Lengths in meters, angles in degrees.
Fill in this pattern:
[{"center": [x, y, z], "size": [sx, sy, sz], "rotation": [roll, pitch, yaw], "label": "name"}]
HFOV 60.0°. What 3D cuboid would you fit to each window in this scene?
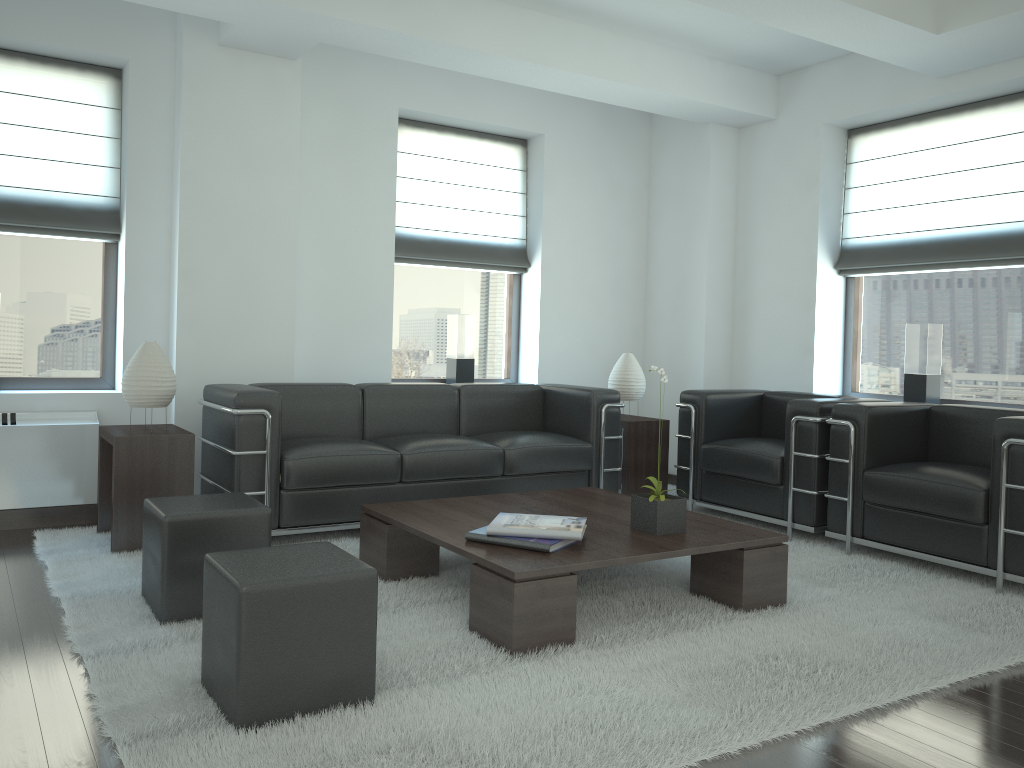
[{"center": [-0.655, -1.320, 9.388], "size": [1.700, 2.731, 0.146], "rotation": [1, 1, -32], "label": "window"}, {"center": [-4.131, -1.318, 7.204], "size": [1.700, 2.731, 0.146], "rotation": [1, 1, -32], "label": "window"}, {"center": [4.001, -1.126, 8.076], "size": [0.146, 2.730, 2.134], "rotation": [1, 2, -32], "label": "window"}]

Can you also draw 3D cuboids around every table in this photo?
[{"center": [0.317, 1.073, 5.594], "size": [1.936, 0.441, 1.923], "rotation": [0, 3, -32], "label": "table"}, {"center": [-2.690, 0.756, 6.484], "size": [0.526, 0.844, 0.787], "rotation": [1, 2, -32], "label": "table"}, {"center": [1.101, 0.754, 8.865], "size": [0.526, 0.844, 0.787], "rotation": [1, 2, -32], "label": "table"}]

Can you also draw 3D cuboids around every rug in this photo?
[{"center": [0.388, 1.239, 6.143], "size": [6.251, 0.110, 5.174], "rotation": [0, 3, -32], "label": "rug"}]

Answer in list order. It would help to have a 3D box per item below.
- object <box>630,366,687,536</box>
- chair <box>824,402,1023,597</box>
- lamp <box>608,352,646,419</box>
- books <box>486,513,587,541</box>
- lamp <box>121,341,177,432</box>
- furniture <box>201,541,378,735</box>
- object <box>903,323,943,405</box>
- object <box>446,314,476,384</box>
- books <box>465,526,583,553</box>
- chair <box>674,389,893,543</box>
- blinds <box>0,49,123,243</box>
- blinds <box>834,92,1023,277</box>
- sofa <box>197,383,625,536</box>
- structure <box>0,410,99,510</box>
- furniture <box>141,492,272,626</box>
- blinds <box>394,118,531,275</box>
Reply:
[{"center": [0.875, 0.385, 5.343], "size": [0.252, 0.991, 0.336], "rotation": [1, 1, -32], "label": "object"}, {"center": [3.250, 0.758, 6.387], "size": [1.123, 1.170, 1.647], "rotation": [1, 2, -32], "label": "chair"}, {"center": [1.140, 0.012, 8.795], "size": [0.374, 0.654, 0.375], "rotation": [2, 1, -3], "label": "lamp"}, {"center": [0.150, 0.807, 5.019], "size": [0.518, 0.045, 0.446], "rotation": [2, 3, 9], "label": "books"}, {"center": [-2.630, 0.014, 6.426], "size": [0.374, 0.654, 0.375], "rotation": [1, 1, -28], "label": "lamp"}, {"center": [-0.958, 1.038, 3.782], "size": [0.588, 0.579, 0.603], "rotation": [1, 2, -32], "label": "furniture"}, {"center": [3.688, -0.151, 7.959], "size": [0.238, 0.776, 0.243], "rotation": [1, 1, -32], "label": "object"}, {"center": [-0.533, -0.330, 9.216], "size": [0.238, 0.776, 0.243], "rotation": [1, 1, -32], "label": "object"}, {"center": [0.075, 0.852, 4.968], "size": [0.518, 0.045, 0.446], "rotation": [3, 3, 29], "label": "books"}, {"center": [2.361, 0.666, 7.818], "size": [1.123, 1.170, 1.647], "rotation": [1, 2, -32], "label": "chair"}, {"center": [-4.022, -1.936, 7.064], "size": [1.686, 1.476, 0.222], "rotation": [0, 1, -32], "label": "blinds"}, {"center": [3.878, -1.753, 7.975], "size": [0.222, 1.475, 2.125], "rotation": [1, 2, -32], "label": "blinds"}, {"center": [-0.731, 0.596, 7.435], "size": [3.476, 1.169, 1.124], "rotation": [0, 2, -32], "label": "sofa"}, {"center": [-3.948, 0.579, 6.721], "size": [1.461, 0.726, 0.193], "rotation": [0, 2, -32], "label": "structure"}, {"center": [-1.735, 0.958, 5.020], "size": [0.588, 0.579, 0.603], "rotation": [1, 2, -32], "label": "furniture"}, {"center": [-0.546, -1.938, 9.247], "size": [1.686, 1.476, 0.222], "rotation": [0, 1, -32], "label": "blinds"}]
